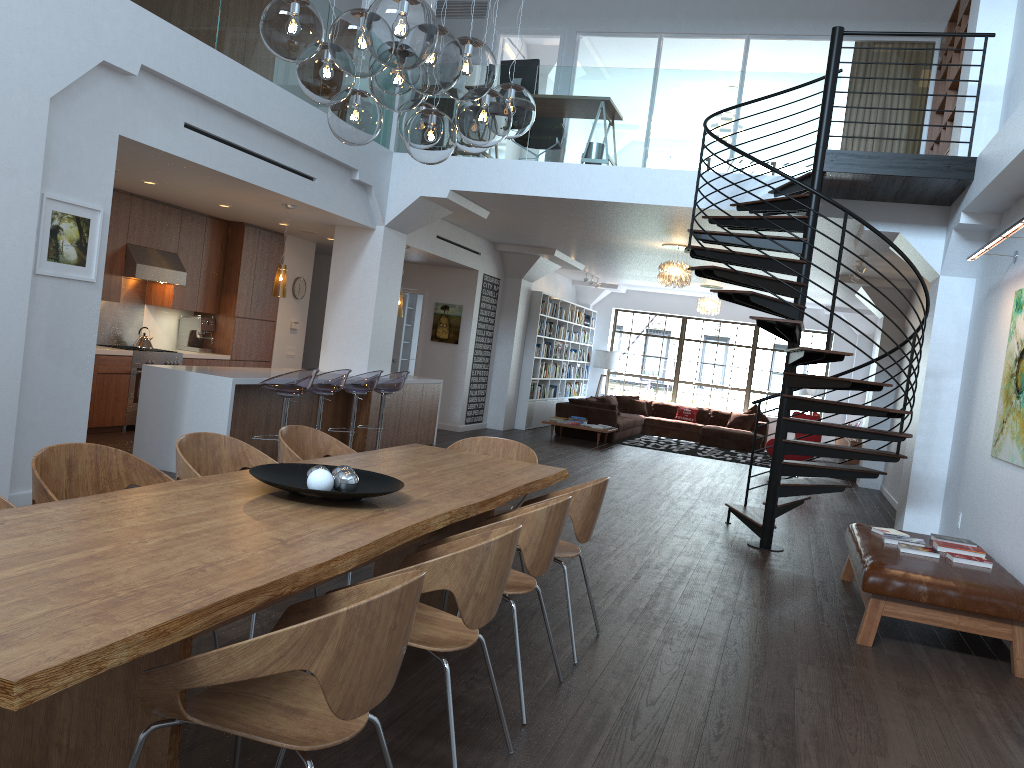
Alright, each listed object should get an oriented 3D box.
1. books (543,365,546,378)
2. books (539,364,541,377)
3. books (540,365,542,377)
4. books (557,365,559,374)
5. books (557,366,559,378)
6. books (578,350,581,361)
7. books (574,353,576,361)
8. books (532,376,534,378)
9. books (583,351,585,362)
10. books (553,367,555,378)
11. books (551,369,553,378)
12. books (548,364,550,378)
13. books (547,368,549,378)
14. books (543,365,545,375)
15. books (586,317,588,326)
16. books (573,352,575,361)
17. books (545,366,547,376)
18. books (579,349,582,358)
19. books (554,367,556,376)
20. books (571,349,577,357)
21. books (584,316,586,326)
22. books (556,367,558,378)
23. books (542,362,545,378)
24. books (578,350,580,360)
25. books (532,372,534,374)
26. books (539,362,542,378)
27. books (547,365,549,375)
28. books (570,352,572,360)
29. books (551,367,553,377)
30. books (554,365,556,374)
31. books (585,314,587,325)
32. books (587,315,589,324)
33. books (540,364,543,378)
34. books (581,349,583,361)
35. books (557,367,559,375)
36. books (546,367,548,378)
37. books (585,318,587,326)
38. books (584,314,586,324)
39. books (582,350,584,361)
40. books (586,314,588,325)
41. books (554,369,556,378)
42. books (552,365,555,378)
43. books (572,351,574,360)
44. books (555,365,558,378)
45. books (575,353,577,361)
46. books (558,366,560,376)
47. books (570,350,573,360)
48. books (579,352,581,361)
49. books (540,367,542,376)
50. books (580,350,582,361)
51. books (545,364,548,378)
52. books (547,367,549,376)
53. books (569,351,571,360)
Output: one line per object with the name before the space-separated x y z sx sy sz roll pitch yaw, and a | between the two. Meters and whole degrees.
books | 0.533 -0.242 16.265 0.171 0.246 0.057 8 2 17
books | 0.411 -0.242 15.888 0.189 0.247 0.057 8 2 17
books | 0.449 -0.239 16.023 0.159 0.241 0.038 8 2 17
books | 0.802 -0.244 17.102 0.160 0.250 0.026 8 2 17
books | 0.810 -0.247 17.158 0.183 0.253 0.034 8 2 17
books | 1.341 -0.610 18.642 0.174 0.240 0.054 8 2 17
books | 1.248 -0.564 18.308 0.110 0.153 0.018 8 2 17
books | 0.276 -0.139 15.591 0.197 0.035 0.284 8 2 7
books | 1.467 -0.609 19.065 0.174 0.236 0.142 8 2 17
books | 0.718 -0.245 16.828 0.183 0.253 0.034 8 2 17
books | 0.685 -0.229 16.717 0.161 0.223 0.026 8 2 17
books | 0.611 -0.246 16.504 0.183 0.253 0.034 8 2 17
books | 0.599 -0.244 16.477 0.160 0.250 0.026 8 2 17
books | 0.496 -0.241 16.223 0.174 0.240 0.045 8 2 17
books | 1.526 -1.363 18.928 0.183 0.253 0.042 8 2 17
books | 1.212 -0.581 18.234 0.134 0.184 0.030 8 2 17
books | 0.541 -0.235 16.312 0.168 0.231 0.037 8 2 17
books | 1.366 -0.618 18.752 0.183 0.253 0.042 8 2 17
books | 0.741 -0.230 16.912 0.161 0.223 0.027 8 2 17
books | 1.274 -0.605 18.410 0.140 0.231 0.042 8 2 17
books | 1.469 -1.363 18.763 0.183 0.253 0.042 8 2 17
books | 0.787 -0.249 17.062 0.180 0.259 0.060 8 2 17
books | 0.492 -0.264 16.145 0.176 0.290 0.053 8 2 17
books | 1.326 -0.602 18.602 0.161 0.223 0.032 8 2 17
books | 0.281 -0.206 15.584 0.174 0.032 0.254 8 2 12
books | 0.446 -0.265 15.930 0.140 0.298 0.044 8 2 17
books | 0.576 -0.246 16.407 0.183 0.253 0.034 8 2 17
books | 1.143 -0.570 17.976 0.120 0.167 0.019 8 2 17
books | 0.677 -0.243 16.693 0.160 0.250 0.026 8 2 17
books | 0.729 -0.242 16.872 0.171 0.246 0.057 8 2 17
books | 1.482 -1.363 18.804 0.183 0.253 0.042 8 2 17
books | 1.533 -1.364 18.971 0.183 0.253 0.042 8 2 17
books | 0.467 -0.242 16.066 0.171 0.246 0.057 8 2 17
books | 1.411 -0.622 18.898 0.180 0.259 0.042 8 2 17
books | 0.807 -0.231 17.128 0.161 0.223 0.027 8 2 17
books | 0.570 -0.245 16.374 0.183 0.253 0.034 8 2 17
books | 1.493 -1.364 18.847 0.183 0.253 0.042 8 2 17
books | 1.450 -1.364 18.723 0.183 0.253 0.042 8 2 17
books | 1.442 -0.618 18.979 0.183 0.253 0.042 8 2 17
books | 1.509 -1.363 18.888 0.183 0.253 0.042 8 2 17
books | 0.746 -0.240 16.947 0.174 0.240 0.045 8 2 17
books | 0.704 -0.245 16.797 0.183 0.253 0.034 8 2 17
books | 1.175 -0.584 18.096 0.139 0.191 0.036 8 2 17
books | 0.769 -0.245 16.981 0.183 0.253 0.034 8 2 17
books | 1.275 -0.571 18.373 0.107 0.167 0.017 8 2 17
books | 0.821 -0.240 17.195 0.174 0.240 0.045 8 2 17
books | 1.159 -0.592 18.059 0.140 0.206 0.042 8 2 17
books | 1.367 -0.601 18.713 0.161 0.223 0.032 8 2 17
books | 0.449 -0.220 15.977 0.144 0.207 0.048 8 2 17
books | 1.391 -0.615 18.821 0.171 0.246 0.039 8 2 17
books | 0.556 -0.245 16.344 0.183 0.253 0.034 8 2 17
books | 0.580 -0.240 16.447 0.174 0.240 0.045 8 2 17
books | 1.103 -0.581 17.888 0.134 0.184 0.029 8 2 17
